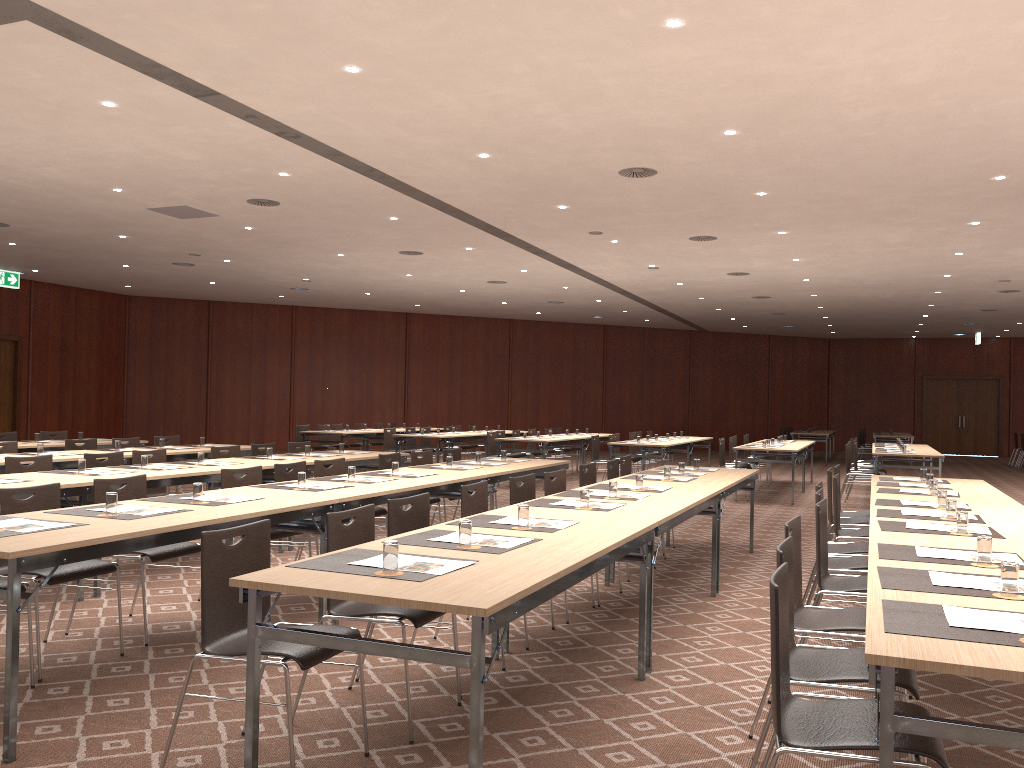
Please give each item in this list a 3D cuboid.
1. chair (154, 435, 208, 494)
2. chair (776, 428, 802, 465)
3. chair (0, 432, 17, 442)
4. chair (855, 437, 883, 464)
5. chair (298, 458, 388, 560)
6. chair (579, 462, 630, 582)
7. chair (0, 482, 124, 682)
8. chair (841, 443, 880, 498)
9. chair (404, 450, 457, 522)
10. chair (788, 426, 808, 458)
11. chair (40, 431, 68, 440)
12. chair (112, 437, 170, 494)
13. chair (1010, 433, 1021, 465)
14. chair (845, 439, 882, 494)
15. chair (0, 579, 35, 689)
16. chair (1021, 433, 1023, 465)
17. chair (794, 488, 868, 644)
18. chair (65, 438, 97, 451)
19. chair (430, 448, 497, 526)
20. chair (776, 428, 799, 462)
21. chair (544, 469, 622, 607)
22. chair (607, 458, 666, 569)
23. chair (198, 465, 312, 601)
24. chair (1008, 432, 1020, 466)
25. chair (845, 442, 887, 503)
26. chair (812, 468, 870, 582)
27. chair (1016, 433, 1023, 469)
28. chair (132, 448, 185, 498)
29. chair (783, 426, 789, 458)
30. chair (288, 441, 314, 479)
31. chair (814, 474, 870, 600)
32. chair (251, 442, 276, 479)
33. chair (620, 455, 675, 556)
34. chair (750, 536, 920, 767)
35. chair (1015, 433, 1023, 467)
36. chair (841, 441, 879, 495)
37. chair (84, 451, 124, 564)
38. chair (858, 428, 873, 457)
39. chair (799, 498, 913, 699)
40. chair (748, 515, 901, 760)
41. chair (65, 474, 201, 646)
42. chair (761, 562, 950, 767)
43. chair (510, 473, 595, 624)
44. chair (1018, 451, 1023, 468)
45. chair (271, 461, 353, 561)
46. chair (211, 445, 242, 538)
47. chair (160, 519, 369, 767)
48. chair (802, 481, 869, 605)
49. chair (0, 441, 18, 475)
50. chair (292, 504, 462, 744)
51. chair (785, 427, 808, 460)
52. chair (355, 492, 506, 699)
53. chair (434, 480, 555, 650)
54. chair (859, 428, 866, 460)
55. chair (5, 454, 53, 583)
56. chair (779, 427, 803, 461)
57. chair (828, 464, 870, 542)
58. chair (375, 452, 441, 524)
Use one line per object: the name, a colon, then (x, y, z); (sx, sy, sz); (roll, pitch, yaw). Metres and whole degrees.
chair: (-4.253, 1.129, 11.234); (0.613, 0.939, 0.536); (1, -1, 23)
chair: (7.366, 1.649, 23.544); (0.613, 0.939, 0.536); (1, -1, 24)
chair: (-6.363, 1.083, 11.265); (0.613, 0.939, 0.536); (1, -1, 20)
chair: (6.671, 1.486, 16.739); (0.613, 0.939, 0.536); (1, -1, 20)
chair: (-1.416, 1.109, 7.509); (0.613, 0.939, 0.536); (1, -1, 24)
chair: (0.801, 1.161, 7.649); (0.613, 0.939, 0.536); (1, -1, 24)
chair: (-2.524, 1.026, 4.795); (0.613, 0.939, 0.536); (1, -1, 23)
chair: (5.279, 1.385, 13.490); (0.613, 0.939, 0.536); (1, -1, 25)
chair: (-0.786, 1.157, 9.052); (0.613, 0.939, 0.536); (1, -1, 24)
chair: (8.661, 1.751, 26.908); (0.613, 0.939, 0.536); (1, -1, 20)
chair: (-6.048, 1.105, 11.924); (0.613, 0.939, 0.536); (1, -1, 22)
chair: (-4.461, 1.109, 10.521); (0.613, 0.939, 0.536); (1, -1, 20)
chair: (14.213, 1.823, 24.695); (0.613, 0.939, 0.536); (1, -1, 24)
chair: (6.156, 1.447, 15.478); (0.613, 0.939, 0.536); (1, -1, 21)
chair: (-2.711, 1.010, 4.225); (0.613, 0.939, 0.536); (1, -1, 23)
chair: (14.102, 1.807, 24.074); (0.613, 0.939, 0.536); (1, -1, 20)
chair: (2.080, 1.142, 5.491); (0.613, 0.939, 0.536); (1, -1, 22)
chair: (-4.732, 1.091, 9.969); (0.613, 0.939, 0.536); (1, -1, 22)
chair: (-0.513, 1.175, 9.610); (0.613, 0.939, 0.536); (1, -1, 23)
chair: (7.529, 1.668, 24.251); (0.613, 0.939, 0.536); (1, -1, 19)
chair: (0.472, 1.134, 6.732); (0.613, 0.939, 0.536); (1, -1, 24)
chair: (1.093, 1.180, 8.252); (0.613, 0.939, 0.536); (1, -1, 20)
chair: (-1.827, 1.076, 6.392); (0.613, 0.939, 0.536); (1, -1, 24)
chair: (14.198, 1.822, 24.659); (0.614, 0.939, 0.536); (1, -1, 20)
chair: (5.621, 1.405, 14.055); (0.613, 0.939, 0.536); (1, -1, 24)
chair: (2.902, 1.205, 7.597); (0.613, 0.939, 0.536); (1, -1, 20)
chair: (13.698, 1.785, 23.434); (0.613, 0.939, 0.536); (1, -1, 25)
chair: (-3.263, 1.086, 8.276); (0.613, 0.939, 0.536); (1, -1, 20)
chair: (8.396, 1.733, 26.375); (0.613, 0.939, 0.536); (1, -1, 19)
chair: (-2.378, 1.152, 10.444); (0.613, 0.939, 0.536); (1, -1, 24)
chair: (2.684, 1.184, 6.859); (0.613, 0.939, 0.536); (1, -1, 23)
chair: (-2.644, 1.134, 9.884); (0.613, 0.939, 0.536); (1, -1, 21)
chair: (1.302, 1.200, 8.968); (0.613, 0.939, 0.536); (1, -1, 22)
chair: (1.182, 1.074, 3.291); (0.613, 0.939, 0.536); (1, -1, 22)
chair: (13.737, 1.788, 23.529); (0.613, 0.939, 0.536); (1, -1, 21)
chair: (5.736, 1.419, 14.610); (0.613, 0.939, 0.536); (1, -1, 24)
chair: (-3.442, 1.070, 7.726); (0.613, 0.939, 0.536); (1, -1, 22)
chair: (10.297, 1.758, 25.623); (0.613, 0.939, 0.536); (1, -1, 23)
chair: (1.859, 1.123, 4.838); (0.613, 0.939, 0.536); (1, -1, 25)
chair: (1.434, 1.095, 4.000); (0.613, 0.939, 0.536); (1, -1, 25)
chair: (-2.290, 1.046, 5.460); (0.613, 0.939, 0.536); (1, -1, 20)
chair: (0.979, 1.057, 2.682); (0.613, 0.939, 0.536); (1, -1, 21)
chair: (0.215, 1.117, 6.214); (0.613, 0.939, 0.536); (1, -1, 25)
chair: (14.062, 1.804, 23.975); (0.613, 0.939, 0.536); (1, -1, 22)
chair: (-1.621, 1.094, 7.006); (0.613, 0.939, 0.536); (1, -1, 20)
chair: (-2.847, 1.115, 9.183); (0.613, 0.939, 0.536); (1, -1, 24)
chair: (-0.945, 1.032, 3.462); (0.613, 0.939, 0.536); (1, -1, 19)
chair: (2.276, 1.158, 6.062); (0.613, 0.939, 0.536); (1, -1, 21)
chair: (-5.147, 1.062, 9.045); (0.613, 0.939, 0.536); (1, -1, 25)
chair: (-0.606, 1.053, 4.089); (0.613, 0.939, 0.536); (1, -1, 20)
chair: (8.240, 1.715, 25.687); (0.613, 0.939, 0.536); (1, -1, 21)
chair: (-0.410, 1.070, 4.681); (0.613, 0.939, 0.536); (1, -1, 24)
chair: (-0.092, 1.096, 5.554); (0.613, 0.939, 0.536); (1, -1, 20)
chair: (10.562, 1.774, 26.082); (0.613, 0.939, 0.536); (1, -1, 25)
chair: (-3.772, 1.050, 7.122); (0.613, 0.939, 0.536); (1, -1, 22)
chair: (7.796, 1.686, 24.787); (0.613, 0.939, 0.536); (1, -1, 23)
chair: (3.136, 1.221, 8.079); (0.613, 0.939, 0.536); (1, -1, 24)
chair: (-1.040, 1.140, 8.523); (0.613, 0.939, 0.536); (1, -1, 21)
